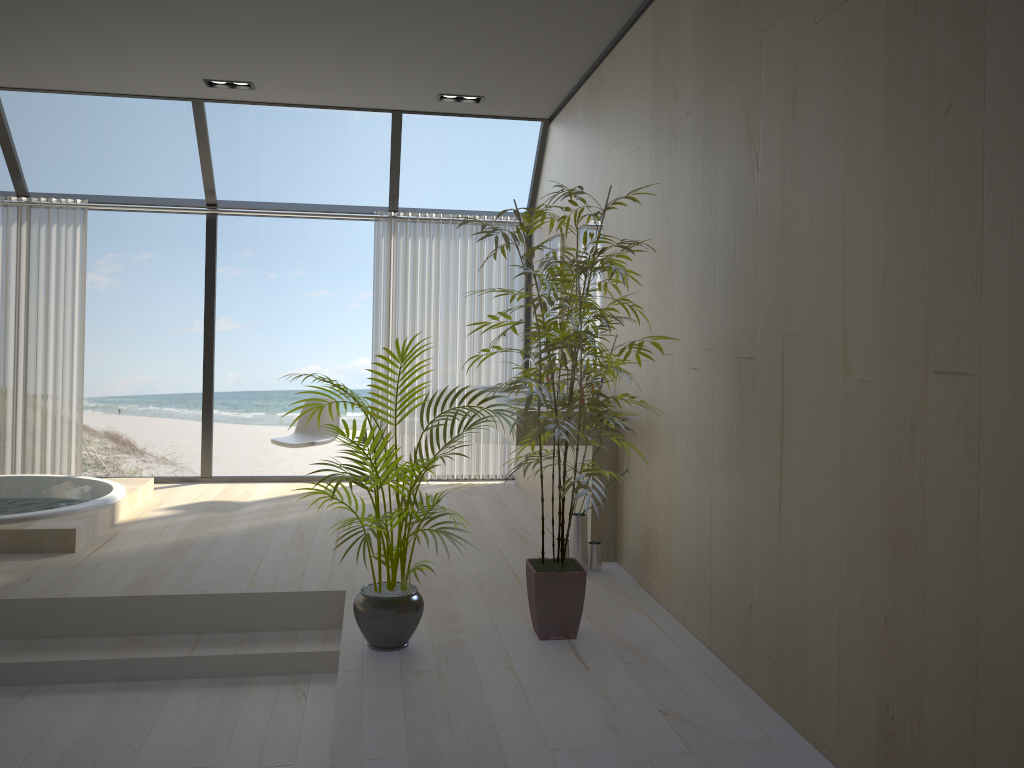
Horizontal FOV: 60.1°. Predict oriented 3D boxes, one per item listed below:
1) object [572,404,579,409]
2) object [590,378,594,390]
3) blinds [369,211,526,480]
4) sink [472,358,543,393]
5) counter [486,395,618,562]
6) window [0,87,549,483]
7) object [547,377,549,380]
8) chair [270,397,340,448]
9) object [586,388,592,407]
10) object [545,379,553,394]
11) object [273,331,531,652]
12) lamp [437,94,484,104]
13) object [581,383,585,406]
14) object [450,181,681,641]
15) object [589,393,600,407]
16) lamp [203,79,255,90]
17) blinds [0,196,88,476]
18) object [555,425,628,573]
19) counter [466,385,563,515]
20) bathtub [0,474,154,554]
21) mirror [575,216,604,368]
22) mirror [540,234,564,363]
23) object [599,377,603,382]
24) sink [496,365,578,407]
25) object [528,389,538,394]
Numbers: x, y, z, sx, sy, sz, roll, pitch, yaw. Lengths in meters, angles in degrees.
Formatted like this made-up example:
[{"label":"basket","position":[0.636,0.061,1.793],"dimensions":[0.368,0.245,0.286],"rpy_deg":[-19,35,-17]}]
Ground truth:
[{"label":"object","position":[0.343,0.116,4.692],"dimensions":[0.104,0.029,0.032],"rpy_deg":[3,2,31]},{"label":"object","position":[0.423,0.045,4.661],"dimensions":[0.012,0.178,0.050],"rpy_deg":[1,0,30]},{"label":"blinds","position":[-0.499,-0.292,6.928],"dimensions":[1.182,2.071,0.084],"rpy_deg":[1,0,-9]},{"label":"sink","position":[-0.030,0.024,6.269],"dimensions":[0.504,0.419,0.574],"rpy_deg":[1,2,-6]},{"label":"counter","position":[0.193,0.502,5.115],"dimensions":[0.550,0.790,1.206],"rpy_deg":[1,2,-9]},{"label":"window","position":[-2.060,-0.641,6.486],"dimensions":[4.559,2.815,0.745],"rpy_deg":[1,0,-9]},{"label":"object","position":[0.234,-0.020,5.852],"dimensions":[0.012,0.178,0.050],"rpy_deg":[1,0,30]},{"label":"chair","position":[-1.478,0.283,6.415],"dimensions":[0.369,0.347,0.454],"rpy_deg":[2,2,19]},{"label":"object","position":[0.428,0.059,4.868],"dimensions":[0.039,0.135,0.039],"rpy_deg":[1,0,32]},{"label":"object","position":[0.248,0.021,5.877],"dimensions":[0.058,0.100,0.058],"rpy_deg":[1,0,-2]},{"label":"object","position":[-0.493,0.380,3.272],"dimensions":[0.916,1.157,0.751],"rpy_deg":[1,1,25]},{"label":"lamp","position":[-0.349,-1.977,5.976],"dimensions":[0.301,0.112,0.164],"rpy_deg":[1,2,-9]},{"label":"object","position":[0.377,0.064,4.766],"dimensions":[0.039,0.135,0.039],"rpy_deg":[1,0,32]},{"label":"object","position":[0.245,0.099,3.433],"dimensions":[0.787,1.757,0.935],"rpy_deg":[1,0,16]},{"label":"object","position":[0.437,0.087,4.686],"dimensions":[0.058,0.100,0.058],"rpy_deg":[1,0,1]},{"label":"lamp","position":[-1.831,-1.992,5.740],"dimensions":[0.301,0.112,0.164],"rpy_deg":[1,2,-9]},{"label":"blinds","position":[-3.712,-0.325,6.417],"dimensions":[1.182,2.071,0.084],"rpy_deg":[1,0,-9]},{"label":"object","position":[0.423,0.560,4.405],"dimensions":[0.406,0.749,0.274],"rpy_deg":[1,0,-21]},{"label":"counter","position":[0.004,0.437,6.306],"dimensions":[0.550,0.790,1.206],"rpy_deg":[1,2,-9]},{"label":"bathtub","position":[-3.265,0.758,5.208],"dimensions":[1.821,0.698,1.649],"rpy_deg":[1,2,-9]},{"label":"mirror","position":[0.468,-0.534,5.251],"dimensions":[0.023,0.868,0.654],"rpy_deg":[1,1,-9]},{"label":"mirror","position":[0.278,-0.591,6.270],"dimensions":[0.023,0.868,0.654],"rpy_deg":[1,1,-9]},{"label":"object","position":[0.453,0.046,4.681],"dimensions":[0.054,0.175,0.012],"rpy_deg":[1,0,16]},{"label":"sink","position":[0.160,0.089,5.077],"dimensions":[0.504,0.419,0.574],"rpy_deg":[1,2,-6]},{"label":"object","position":[0.153,0.051,5.884],"dimensions":[0.104,0.029,0.032],"rpy_deg":[3,2,31]}]
